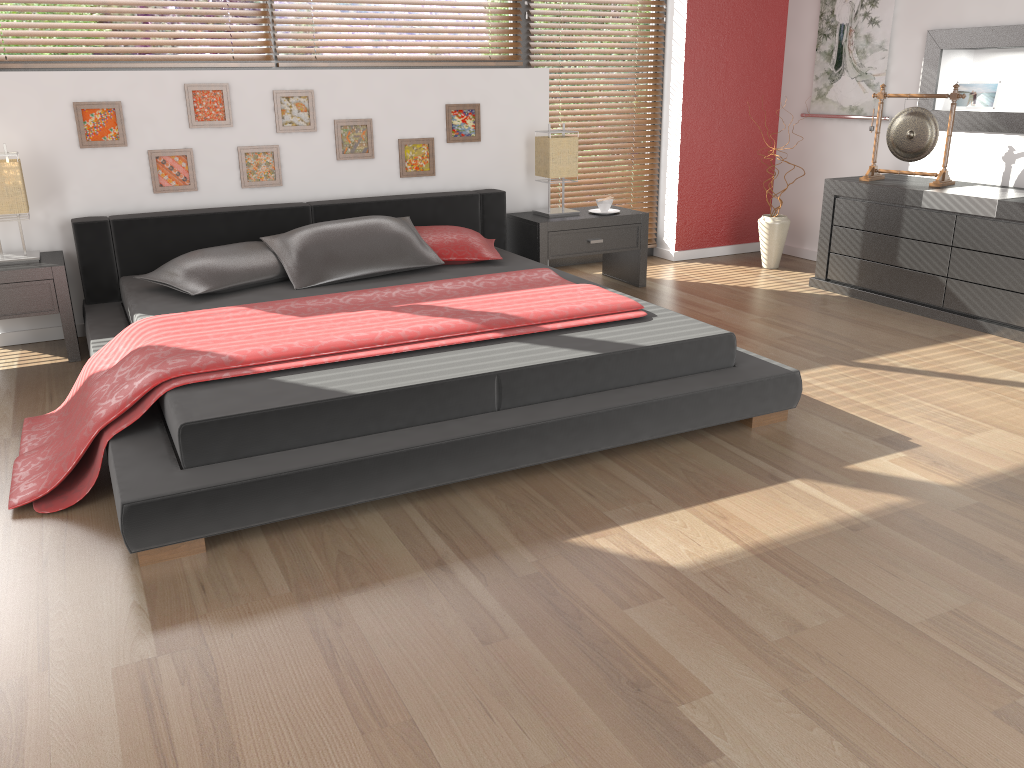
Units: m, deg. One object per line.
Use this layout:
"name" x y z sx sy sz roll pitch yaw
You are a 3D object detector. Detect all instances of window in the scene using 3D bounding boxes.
"window" -1.247 -2.060 4.488 2.817 0.786 0.020 -10 21 -25
"window" 0.501 -1.850 5.485 0.889 1.893 0.020 -10 21 -25

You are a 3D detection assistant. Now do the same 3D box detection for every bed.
"bed" -0.636 -0.296 3.521 2.469 0.577 2.413 -10 21 -25

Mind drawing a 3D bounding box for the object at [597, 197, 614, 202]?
"object" 0.526 -1.036 4.981 0.007 0.007 0.192 11 22 31

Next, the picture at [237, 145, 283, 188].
"picture" -1.249 -1.079 4.402 0.200 0.200 0.010 -10 21 -25

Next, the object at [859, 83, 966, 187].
"object" 2.084 -1.302 4.615 0.173 0.498 0.490 -17 25 -39

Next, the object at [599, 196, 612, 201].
"object" 0.523 -1.044 5.003 0.007 0.007 0.192 9 21 26

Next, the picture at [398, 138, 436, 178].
"picture" -0.508 -1.212 4.749 0.200 0.200 0.010 -10 21 -25

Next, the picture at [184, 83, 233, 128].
"picture" -1.441 -1.323 4.217 0.200 0.200 0.010 -10 21 -25

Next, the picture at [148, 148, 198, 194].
"picture" -1.616 -1.016 4.229 0.200 0.200 0.010 -10 21 -25

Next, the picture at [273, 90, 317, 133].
"picture" -1.076 -1.353 4.400 0.200 0.200 0.010 -10 21 -25

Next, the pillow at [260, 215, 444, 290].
"pillow" -0.722 -0.625 4.047 0.744 0.241 0.386 -12 22 -29

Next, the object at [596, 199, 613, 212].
"object" 0.522 -1.006 5.009 0.099 0.069 0.099 -1 19 -1

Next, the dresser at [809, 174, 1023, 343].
"dresser" 2.334 -0.643 4.381 0.540 0.608 1.740 -10 21 -25

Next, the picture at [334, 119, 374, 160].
"picture" -0.812 -1.261 4.571 0.200 0.200 0.010 -10 21 -25

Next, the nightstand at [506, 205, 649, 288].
"nightstand" 0.375 -0.764 5.079 0.700 0.423 0.413 -10 21 -25

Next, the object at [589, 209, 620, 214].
"object" 0.522 -0.975 5.020 0.179 0.012 0.179 -1 19 -1

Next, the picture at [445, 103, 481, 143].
"picture" -0.263 -1.414 4.810 0.200 0.200 0.010 -10 21 -25

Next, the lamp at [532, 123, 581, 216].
"lamp" 0.246 -1.193 4.912 0.200 0.480 0.200 -10 21 -25

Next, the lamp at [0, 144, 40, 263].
"lamp" -2.166 -0.774 3.777 0.200 0.480 0.200 -10 21 -25

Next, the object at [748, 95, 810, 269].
"object" 1.575 -1.218 5.418 0.364 1.035 0.422 14 24 36

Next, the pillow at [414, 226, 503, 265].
"pillow" -0.428 -0.678 4.350 0.745 0.172 0.418 -3 19 -7

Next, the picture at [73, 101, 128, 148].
"picture" -1.873 -1.180 4.037 0.200 0.200 0.010 -10 21 -25

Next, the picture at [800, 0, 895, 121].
"picture" 2.010 -2.211 5.187 0.028 1.270 0.701 -10 21 -25

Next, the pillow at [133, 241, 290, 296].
"pillow" -1.219 -0.521 3.921 0.418 0.172 0.745 14 24 36

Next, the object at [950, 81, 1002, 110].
"object" 2.478 -1.544 4.739 0.226 0.146 0.041 16 25 40

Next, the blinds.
"blinds" -1.213 -1.493 4.618 4.840 1.952 0.032 -10 21 -25

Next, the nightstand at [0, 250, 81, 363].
"nightstand" -2.286 -0.301 3.827 0.700 0.423 0.413 -10 21 -25
